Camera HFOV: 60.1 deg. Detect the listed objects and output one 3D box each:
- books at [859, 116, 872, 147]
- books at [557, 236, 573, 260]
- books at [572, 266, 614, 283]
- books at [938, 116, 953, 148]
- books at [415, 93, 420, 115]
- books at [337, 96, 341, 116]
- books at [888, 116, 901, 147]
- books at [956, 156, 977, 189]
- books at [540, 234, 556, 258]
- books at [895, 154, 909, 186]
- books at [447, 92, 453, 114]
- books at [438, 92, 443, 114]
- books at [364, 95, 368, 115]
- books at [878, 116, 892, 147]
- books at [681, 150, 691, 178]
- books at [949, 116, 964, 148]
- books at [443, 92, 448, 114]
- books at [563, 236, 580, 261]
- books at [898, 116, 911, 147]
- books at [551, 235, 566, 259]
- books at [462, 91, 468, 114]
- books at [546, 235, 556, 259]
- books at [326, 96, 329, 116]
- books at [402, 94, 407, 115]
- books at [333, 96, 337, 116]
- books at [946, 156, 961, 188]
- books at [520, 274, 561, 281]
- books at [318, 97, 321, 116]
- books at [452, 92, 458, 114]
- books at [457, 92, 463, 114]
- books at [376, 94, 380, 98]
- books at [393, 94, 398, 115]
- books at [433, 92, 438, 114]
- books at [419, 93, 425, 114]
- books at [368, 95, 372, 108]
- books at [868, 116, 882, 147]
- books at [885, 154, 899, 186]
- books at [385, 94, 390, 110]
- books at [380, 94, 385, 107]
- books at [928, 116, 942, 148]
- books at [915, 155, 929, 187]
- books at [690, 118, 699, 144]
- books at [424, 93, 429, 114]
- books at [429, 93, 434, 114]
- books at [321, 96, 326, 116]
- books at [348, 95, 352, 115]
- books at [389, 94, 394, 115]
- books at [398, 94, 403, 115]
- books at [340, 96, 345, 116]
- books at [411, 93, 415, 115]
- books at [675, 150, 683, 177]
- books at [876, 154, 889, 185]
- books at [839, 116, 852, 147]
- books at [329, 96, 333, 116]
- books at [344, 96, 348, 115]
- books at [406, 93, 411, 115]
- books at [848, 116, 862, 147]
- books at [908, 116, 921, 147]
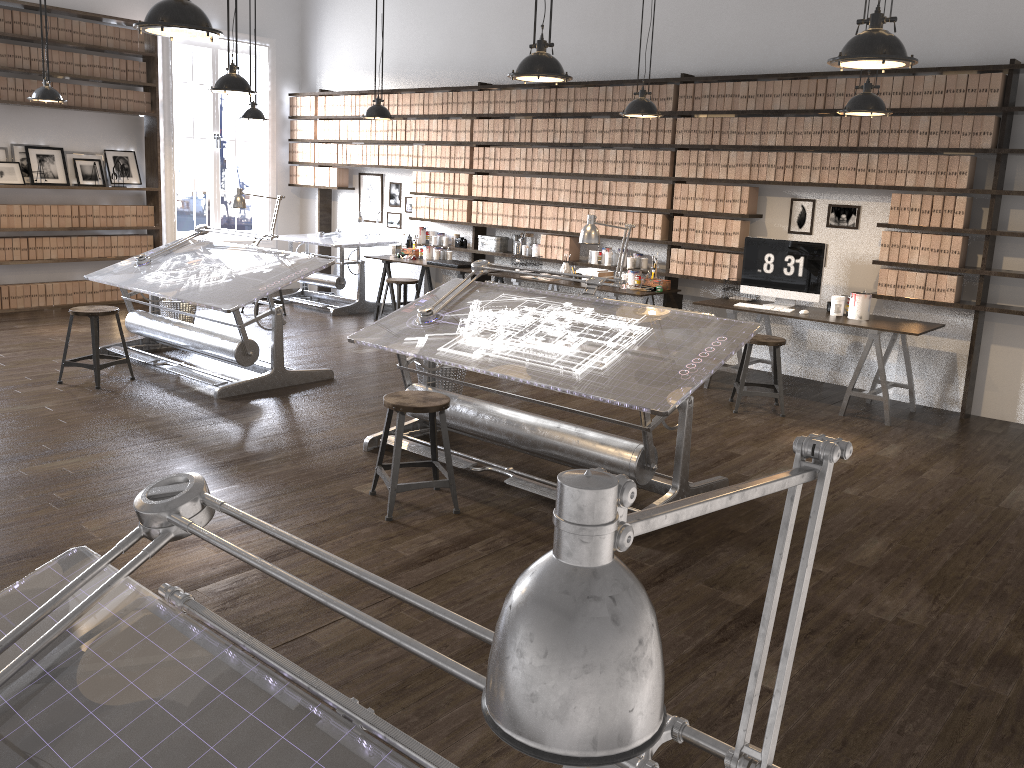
[{"bbox_3d":[2.651,-1.866,6.579,0.067,0.223,0.175,11,14,39],"label":"books"},{"bbox_3d":[0.516,-1.305,8.498,0.067,0.223,0.175,11,14,39],"label":"books"},{"bbox_3d":[0.708,-0.987,7.952,0.296,0.146,0.387,13,16,39],"label":"books"},{"bbox_3d":[3.071,-1.764,6.229,0.067,0.223,0.175,11,14,39],"label":"books"},{"bbox_3d":[-0.962,-3.007,9.535,0.067,0.223,0.175,11,14,39],"label":"books"},{"bbox_3d":[-1.958,-3.248,10.366,0.067,0.223,0.175,11,14,39],"label":"books"},{"bbox_3d":[2.813,-1.827,6.444,0.067,0.223,0.175,11,14,39],"label":"books"},{"bbox_3d":[3.173,-1.474,6.178,0.067,0.223,0.175,11,14,39],"label":"books"},{"bbox_3d":[0.356,-1.343,8.629,0.067,0.224,0.175,11,14,39],"label":"books"},{"bbox_3d":[2.859,-1.550,6.437,0.067,0.224,0.175,11,14,39],"label":"books"},{"bbox_3d":[-0.588,-2.917,9.226,0.067,0.223,0.175,11,14,39],"label":"books"},{"bbox_3d":[-0.694,-2.942,9.309,0.067,0.223,0.175,11,14,39],"label":"books"},{"bbox_3d":[-1.595,-3.159,10.061,0.067,0.223,0.175,11,14,39],"label":"books"},{"bbox_3d":[2.759,-1.840,6.489,0.067,0.223,0.175,11,14,39],"label":"books"},{"bbox_3d":[1.522,-1.871,7.545,0.067,0.224,0.175,11,14,39],"label":"books"},{"bbox_3d":[3.125,-1.752,6.186,0.067,0.223,0.175,11,14,39],"label":"books"},{"bbox_3d":[-0.639,-2.928,9.263,0.067,0.224,0.175,11,14,39],"label":"books"},{"bbox_3d":[0.573,-1.293,8.457,0.067,0.223,0.175,11,14,39],"label":"books"},{"bbox_3d":[2.860,-1.814,6.397,0.067,0.224,0.175,11,14,39],"label":"books"},{"bbox_3d":[0.465,-1.319,8.546,0.067,0.223,0.175,11,14,39],"label":"books"},{"bbox_3d":[-0.426,-2.878,9.090,0.067,0.223,0.175,11,14,39],"label":"books"},{"bbox_3d":[0.411,-1.332,8.591,0.067,0.223,0.175,11,14,39],"label":"books"},{"bbox_3d":[-2.120,-3.287,10.501,0.067,0.223,0.175,11,14,39],"label":"books"},{"bbox_3d":[-1.110,-3.043,9.662,0.067,0.223,0.175,11,14,39],"label":"books"},{"bbox_3d":[-2.012,-3.260,10.411,0.067,0.223,0.175,11,14,39],"label":"books"},{"bbox_3d":[3.121,-1.488,6.226,0.067,0.223,0.175,11,14,39],"label":"books"},{"bbox_3d":[0.288,-0.980,8.078,0.356,0.029,0.257,14,17,39],"label":"books"},{"bbox_3d":[-2.233,-3.314,10.595,0.067,0.223,0.175,11,14,39],"label":"books"},{"bbox_3d":[-0.531,-2.904,9.180,0.067,0.223,0.175,11,14,39],"label":"books"},{"bbox_3d":[-0.476,-2.891,9.137,0.067,0.223,0.175,11,14,39],"label":"books"},{"bbox_3d":[-1.436,-3.121,9.930,0.067,0.223,0.175,11,14,39],"label":"books"},{"bbox_3d":[-1.220,-3.069,9.748,0.067,0.223,0.175,11,14,39],"label":"books"},{"bbox_3d":[-0.747,-2.955,9.357,0.067,0.223,0.175,11,14,39],"label":"books"},{"bbox_3d":[-0.908,-2.993,9.488,0.067,0.224,0.175,11,14,39],"label":"books"},{"bbox_3d":[-1.542,-3.146,10.013,0.067,0.223,0.175,11,14,39],"label":"books"},{"bbox_3d":[2.702,-1.852,6.531,0.067,0.223,0.175,11,14,39],"label":"books"},{"bbox_3d":[2.808,-1.563,6.485,0.067,0.223,0.175,11,14,39],"label":"books"},{"bbox_3d":[-1.332,-3.096,9.840,0.067,0.224,0.175,11,14,39],"label":"books"},{"bbox_3d":[-1.385,-3.110,9.891,0.067,0.223,0.175,11,14,39],"label":"books"},{"bbox_3d":[3.015,-1.777,6.271,0.067,0.224,0.175,11,14,39],"label":"books"},{"bbox_3d":[2.965,-1.525,6.354,0.067,0.223,0.175,11,14,39],"label":"books"},{"bbox_3d":[1.580,-2.122,7.460,0.067,0.224,0.175,11,14,39],"label":"books"},{"bbox_3d":[-0.852,-2.981,9.447,0.067,0.223,0.175,11,14,39],"label":"books"},{"bbox_3d":[-0.798,-2.969,9.404,0.067,0.223,0.175,11,14,39],"label":"books"},{"bbox_3d":[-2.180,-3.300,10.544,0.067,0.224,0.175,11,14,39],"label":"books"},{"bbox_3d":[-1.810,-3.211,10.239,0.067,0.223,0.175,11,14,39],"label":"books"},{"bbox_3d":[-1.271,-3.083,9.797,0.067,0.223,0.175,11,14,39],"label":"books"},{"bbox_3d":[-1.164,-3.056,9.707,0.067,0.223,0.175,11,14,39],"label":"books"},{"bbox_3d":[-1.911,-3.234,10.319,0.067,0.224,0.175,11,14,39],"label":"books"},{"bbox_3d":[-1.009,-3.019,9.576,0.067,0.223,0.175,11,14,39],"label":"books"},{"bbox_3d":[1.477,-1.883,7.589,0.067,0.223,0.175,11,14,39],"label":"books"},{"bbox_3d":[2.757,-1.576,6.530,0.067,0.223,0.175,11,14,39],"label":"books"},{"bbox_3d":[2.538,-1.893,6.673,0.067,0.223,0.175,11,14,39],"label":"books"},{"bbox_3d":[-2.069,-3.273,10.452,0.067,0.223,0.175,11,14,39],"label":"books"},{"bbox_3d":[-1.857,-3.223,10.280,0.067,0.223,0.175,11,14,39],"label":"books"},{"bbox_3d":[-1.062,-3.030,9.615,0.067,0.224,0.175,11,14,39],"label":"books"},{"bbox_3d":[2.591,-1.879,6.622,0.067,0.224,0.175,11,14,39],"label":"books"},{"bbox_3d":[2.914,-1.802,6.359,0.067,0.223,0.175,11,14,39],"label":"books"}]
